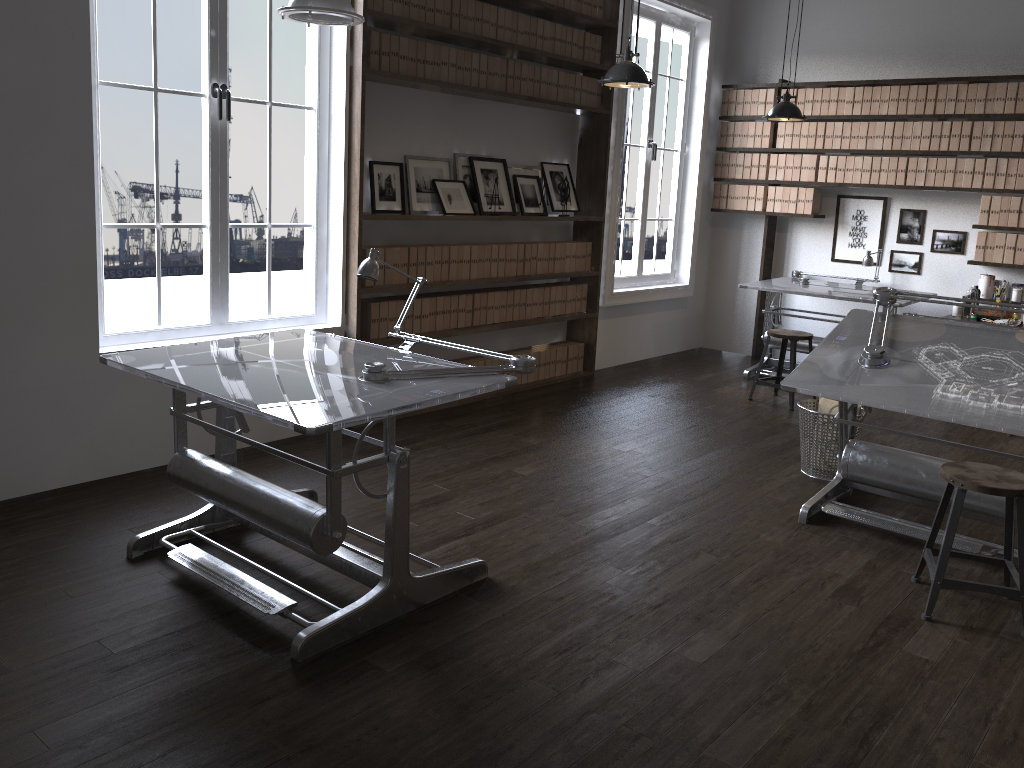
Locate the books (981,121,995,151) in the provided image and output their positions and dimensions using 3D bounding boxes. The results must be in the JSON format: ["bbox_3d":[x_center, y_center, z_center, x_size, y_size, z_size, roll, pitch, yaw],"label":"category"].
[{"bbox_3d":[3.609,-1.861,6.687,0.067,0.223,0.175,11,14,39],"label":"books"}]

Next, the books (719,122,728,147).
[{"bbox_3d":[1.959,-2.259,8.049,0.067,0.223,0.175,11,14,39],"label":"books"}]

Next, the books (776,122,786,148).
[{"bbox_3d":[2.374,-2.154,7.706,0.067,0.223,0.175,11,14,39],"label":"books"}]

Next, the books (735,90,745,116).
[{"bbox_3d":[2.075,-2.505,7.915,0.067,0.223,0.175,11,14,39],"label":"books"}]

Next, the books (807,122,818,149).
[{"bbox_3d":[2.585,-2.105,7.536,0.067,0.223,0.175,11,14,39],"label":"books"}]

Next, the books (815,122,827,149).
[{"bbox_3d":[2.638,-2.091,7.485,0.067,0.224,0.175,11,14,39],"label":"books"}]

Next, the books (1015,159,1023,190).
[{"bbox_3d":[3.801,-1.551,6.567,0.067,0.223,0.175,11,14,39],"label":"books"}]

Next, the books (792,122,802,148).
[{"bbox_3d":[2.482,-2.128,7.612,0.067,0.224,0.175,11,14,39],"label":"books"}]

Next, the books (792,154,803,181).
[{"bbox_3d":[2.493,-1.862,7.645,0.067,0.223,0.175,11,14,39],"label":"books"}]

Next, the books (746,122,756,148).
[{"bbox_3d":[2.164,-2.209,7.874,0.067,0.224,0.175,11,14,39],"label":"books"}]

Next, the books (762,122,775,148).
[{"bbox_3d":[2.273,-2.185,7.792,0.067,0.223,0.175,11,14,39],"label":"books"}]

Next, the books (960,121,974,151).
[{"bbox_3d":[3.497,-1.887,6.778,0.067,0.224,0.175,11,14,39],"label":"books"}]

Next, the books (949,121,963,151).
[{"bbox_3d":[3.444,-1.901,6.829,0.067,0.223,0.175,11,14,39],"label":"books"}]

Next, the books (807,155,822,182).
[{"bbox_3d":[2.595,-1.836,7.554,0.067,0.224,0.175,11,14,39],"label":"books"}]

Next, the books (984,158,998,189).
[{"bbox_3d":[3.636,-1.589,6.696,0.067,0.223,0.175,11,14,39],"label":"books"}]

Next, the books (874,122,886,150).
[{"bbox_3d":[3.009,-2.003,7.182,0.067,0.223,0.175,11,14,39],"label":"books"}]

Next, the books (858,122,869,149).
[{"bbox_3d":[2.909,-2.027,7.261,0.067,0.224,0.175,11,14,39],"label":"books"}]

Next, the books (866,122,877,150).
[{"bbox_3d":[2.963,-2.015,7.223,0.067,0.223,0.175,11,14,39],"label":"books"}]

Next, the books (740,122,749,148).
[{"bbox_3d":[2.116,-2.222,7.920,0.067,0.223,0.175,11,14,39],"label":"books"}]

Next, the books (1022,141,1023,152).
[{"bbox_3d":[3.821,-1.811,6.515,0.067,0.223,0.175,11,14,39],"label":"books"}]

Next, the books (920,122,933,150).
[{"bbox_3d":[3.278,-1.939,6.956,0.067,0.223,0.175,11,14,39],"label":"books"}]

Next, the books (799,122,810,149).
[{"bbox_3d":[2.533,-2.117,7.576,0.067,0.223,0.175,11,14,39],"label":"books"}]

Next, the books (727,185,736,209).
[{"bbox_3d":[2.035,-1.698,8.059,0.067,0.223,0.175,11,14,39],"label":"books"}]

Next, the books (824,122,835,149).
[{"bbox_3d":[2.699,-2.078,7.442,0.067,0.223,0.175,11,14,39],"label":"books"}]

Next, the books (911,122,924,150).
[{"bbox_3d":[3.225,-1.952,7.005,0.067,0.223,0.175,11,14,39],"label":"books"}]

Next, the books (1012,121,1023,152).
[{"bbox_3d":[3.767,-1.823,6.554,0.067,0.224,0.175,11,14,39],"label":"books"}]

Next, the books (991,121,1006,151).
[{"bbox_3d":[3.666,-1.848,6.645,0.067,0.223,0.175,11,14,39],"label":"books"}]

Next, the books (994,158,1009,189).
[{"bbox_3d":[3.694,-1.576,6.653,0.067,0.223,0.175,11,14,39],"label":"books"}]

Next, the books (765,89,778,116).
[{"bbox_3d":[2.291,-2.454,7.738,0.067,0.223,0.175,11,14,39],"label":"books"}]

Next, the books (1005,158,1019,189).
[{"bbox_3d":[3.749,-1.564,6.612,0.067,0.223,0.175,11,14,39],"label":"books"}]

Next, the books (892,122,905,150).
[{"bbox_3d":[3.120,-1.978,7.094,0.067,0.223,0.175,11,14,39],"label":"books"}]

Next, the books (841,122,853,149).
[{"bbox_3d":[2.807,-2.053,7.353,0.067,0.223,0.175,11,14,39],"label":"books"}]

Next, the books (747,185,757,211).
[{"bbox_3d":[2.184,-1.660,7.927,0.067,0.223,0.175,11,14,39],"label":"books"}]

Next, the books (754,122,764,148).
[{"bbox_3d":[2.219,-2.198,7.836,0.067,0.223,0.175,11,14,39],"label":"books"}]

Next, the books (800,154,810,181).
[{"bbox_3d":[2.549,-1.849,7.597,0.067,0.223,0.175,11,14,39],"label":"books"}]

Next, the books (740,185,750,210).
[{"bbox_3d":[2.129,-1.673,7.973,0.067,0.224,0.175,11,14,39],"label":"books"}]

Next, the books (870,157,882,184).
[{"bbox_3d":[2.996,-1.734,7.224,0.067,0.224,0.175,11,14,39],"label":"books"}]

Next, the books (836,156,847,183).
[{"bbox_3d":[2.782,-1.787,7.407,0.067,0.223,0.175,11,14,39],"label":"books"}]

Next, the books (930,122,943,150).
[{"bbox_3d":[3.333,-1.926,6.911,0.067,0.224,0.175,11,14,39],"label":"books"}]

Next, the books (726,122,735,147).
[{"bbox_3d":[2.010,-2.246,8.002,0.067,0.224,0.175,11,14,39],"label":"books"}]

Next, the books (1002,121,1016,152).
[{"bbox_3d":[3.720,-1.836,6.601,0.067,0.223,0.175,11,14,39],"label":"books"}]

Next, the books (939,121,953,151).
[{"bbox_3d":[3.384,-1.915,6.874,0.067,0.223,0.175,11,14,39],"label":"books"}]

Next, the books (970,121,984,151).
[{"bbox_3d":[3.558,-1.874,6.735,0.067,0.223,0.175,11,14,39],"label":"books"}]

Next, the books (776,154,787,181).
[{"bbox_3d":[2.385,-1.887,7.731,0.067,0.223,0.175,11,14,39],"label":"books"}]

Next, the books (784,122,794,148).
[{"bbox_3d":[2.427,-2.141,7.657,0.067,0.223,0.175,11,14,39],"label":"books"}]

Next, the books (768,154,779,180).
[{"bbox_3d":[2.328,-1.900,7.774,0.067,0.223,0.175,11,14,39],"label":"books"}]

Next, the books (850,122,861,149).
[{"bbox_3d":[2.861,-2.040,7.308,0.067,0.223,0.175,11,14,39],"label":"books"}]

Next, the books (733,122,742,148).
[{"bbox_3d":[2.067,-2.233,7.958,0.067,0.223,0.175,11,14,39],"label":"books"}]

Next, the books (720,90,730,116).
[{"bbox_3d":[1.962,-2.531,8.004,0.067,0.224,0.175,11,14,39],"label":"books"}]

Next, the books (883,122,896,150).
[{"bbox_3d":[3.064,-1.990,7.135,0.067,0.224,0.175,11,14,39],"label":"books"}]

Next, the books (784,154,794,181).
[{"bbox_3d":[2.441,-1.875,7.690,0.067,0.223,0.175,11,14,39],"label":"books"}]

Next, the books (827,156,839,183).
[{"bbox_3d":[2.726,-1.799,7.448,0.067,0.224,0.175,11,14,39],"label":"books"}]

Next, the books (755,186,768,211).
[{"bbox_3d":[2.242,-1.648,7.885,0.067,0.223,0.175,11,14,39],"label":"books"}]

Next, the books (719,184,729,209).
[{"bbox_3d":[1.975,-1.710,8.101,0.067,0.224,0.175,11,14,39],"label":"books"}]

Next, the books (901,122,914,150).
[{"bbox_3d":[3.174,-1.966,7.051,0.067,0.223,0.175,11,14,39],"label":"books"}]

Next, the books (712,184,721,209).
[{"bbox_3d":[1.921,-1.725,8.153,0.067,0.223,0.175,11,14,39],"label":"books"}]

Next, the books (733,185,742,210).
[{"bbox_3d":[2.084,-1.686,8.016,0.067,0.223,0.175,11,14,39],"label":"books"}]

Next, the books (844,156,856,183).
[{"bbox_3d":[2.837,-1.774,7.365,0.067,0.223,0.175,11,14,39],"label":"books"}]

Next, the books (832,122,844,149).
[{"bbox_3d":[2.750,-2.065,7.394,0.067,0.223,0.175,11,14,39],"label":"books"}]
